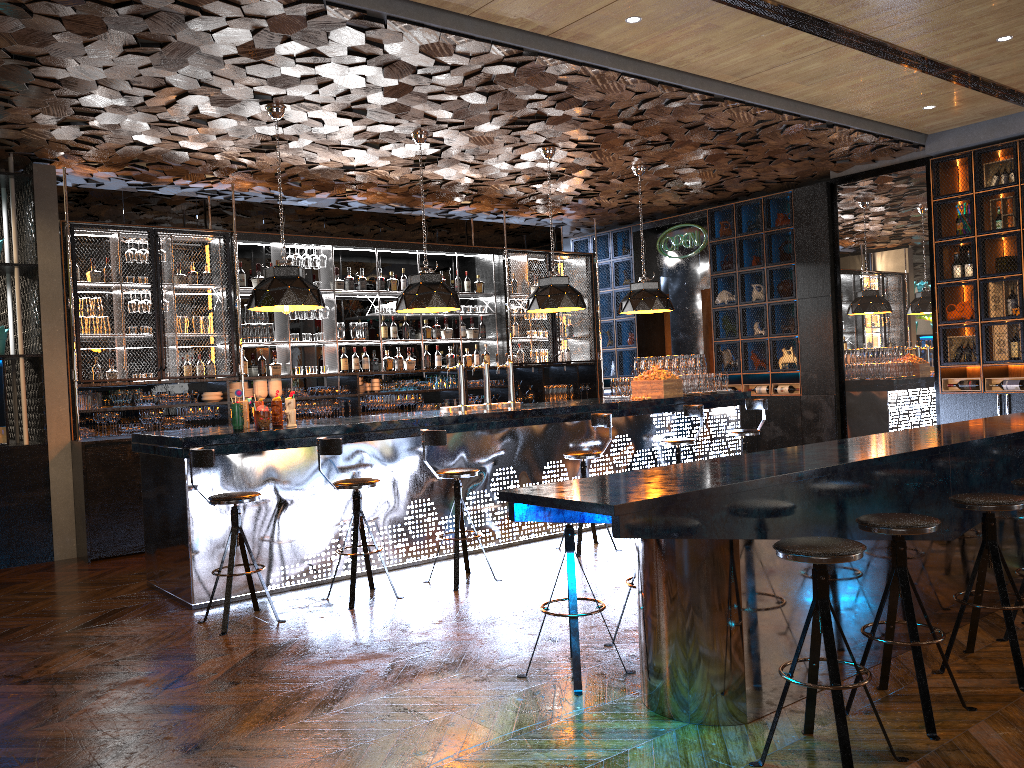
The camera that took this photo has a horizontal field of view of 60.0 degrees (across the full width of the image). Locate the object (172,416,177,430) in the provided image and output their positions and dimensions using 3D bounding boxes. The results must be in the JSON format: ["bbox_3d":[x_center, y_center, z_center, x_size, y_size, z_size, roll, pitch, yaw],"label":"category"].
[{"bbox_3d":[-3.417,0.400,9.007,0.074,0.146,0.065,-3,1,-16],"label":"object"}]

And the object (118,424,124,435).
[{"bbox_3d":[-3.796,0.444,8.654,0.093,0.101,0.093,-2,1,38],"label":"object"}]

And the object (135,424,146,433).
[{"bbox_3d":[-3.582,0.435,8.555,0.093,0.101,0.093,-3,1,15],"label":"object"}]

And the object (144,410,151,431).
[{"bbox_3d":[-3.549,0.368,8.681,0.077,0.229,0.088,-3,1,12],"label":"object"}]

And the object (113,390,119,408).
[{"bbox_3d":[-3.793,0.142,8.534,0.087,0.170,0.087,-3,1,13],"label":"object"}]

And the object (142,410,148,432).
[{"bbox_3d":[-3.602,0.370,8.743,0.077,0.229,0.088,-3,1,-22],"label":"object"}]

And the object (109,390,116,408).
[{"bbox_3d":[-3.866,0.145,8.627,0.087,0.170,0.087,-3,1,13],"label":"object"}]

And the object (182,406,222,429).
[{"bbox_3d":[-3.140,0.346,9.014,0.376,0.227,0.186,-3,1,-40],"label":"object"}]

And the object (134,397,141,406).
[{"bbox_3d":[-3.686,0.153,8.741,0.081,0.132,0.081,-2,1,24],"label":"object"}]

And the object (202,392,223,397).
[{"bbox_3d":[-3.058,0.113,9.051,0.211,0.060,0.209,-3,1,6],"label":"object"}]

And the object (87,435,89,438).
[{"bbox_3d":[-4.035,0.471,8.449,0.034,0.080,0.034,-3,1,-39],"label":"object"}]

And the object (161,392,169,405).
[{"bbox_3d":[-3.399,0.141,8.699,0.074,0.131,0.074,-3,1,-25],"label":"object"}]

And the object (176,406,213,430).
[{"bbox_3d":[-3.261,0.350,9.168,0.376,0.227,0.186,-3,1,-40],"label":"object"}]

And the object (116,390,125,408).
[{"bbox_3d":[-3.720,0.140,8.440,0.087,0.170,0.087,-3,1,13],"label":"object"}]

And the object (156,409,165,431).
[{"bbox_3d":[-3.467,0.364,8.740,0.088,0.229,0.077,-3,1,-39],"label":"object"}]

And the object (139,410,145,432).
[{"bbox_3d":[-3.659,0.372,8.816,0.088,0.229,0.077,-2,1,26],"label":"object"}]

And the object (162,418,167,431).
[{"bbox_3d":[-3.488,0.404,8.935,0.065,0.146,0.074,-3,1,-9],"label":"object"}]

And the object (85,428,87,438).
[{"bbox_3d":[-3.986,0.461,8.306,0.031,0.098,0.031,-2,1,26],"label":"object"}]

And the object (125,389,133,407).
[{"bbox_3d":[-3.699,0.137,8.559,0.087,0.170,0.087,-3,1,13],"label":"object"}]

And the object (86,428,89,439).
[{"bbox_3d":[-3.962,0.460,8.277,0.031,0.098,0.031,-3,1,1],"label":"object"}]

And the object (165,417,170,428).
[{"bbox_3d":[-3.428,0.402,8.858,0.065,0.146,0.074,-3,1,-26],"label":"object"}]

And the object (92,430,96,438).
[{"bbox_3d":[-3.898,0.467,8.275,0.034,0.080,0.034,-3,1,-25],"label":"object"}]

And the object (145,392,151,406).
[{"bbox_3d":[-3.574,0.148,8.729,0.081,0.132,0.081,-2,1,24],"label":"object"}]

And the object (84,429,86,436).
[{"bbox_3d":[-4.008,0.462,8.340,0.031,0.098,0.031,-3,1,13],"label":"object"}]

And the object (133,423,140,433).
[{"bbox_3d":[-3.652,0.437,8.635,0.093,0.101,0.093,-3,1,-17],"label":"object"}]

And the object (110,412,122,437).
[{"bbox_3d":[-3.759,0.382,8.420,0.091,0.227,0.091,-3,1,-15],"label":"object"}]

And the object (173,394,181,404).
[{"bbox_3d":[-3.314,0.151,8.767,0.078,0.103,0.078,-3,1,5],"label":"object"}]

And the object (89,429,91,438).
[{"bbox_3d":[-3.982,0.470,8.378,0.034,0.080,0.034,-3,1,-29],"label":"object"}]

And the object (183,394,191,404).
[{"bbox_3d":[-3.232,0.148,8.823,0.078,0.099,0.078,-3,1,19],"label":"object"}]

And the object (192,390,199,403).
[{"bbox_3d":[-3.199,0.128,8.966,0.074,0.131,0.074,-3,1,-25],"label":"object"}]

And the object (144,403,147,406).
[{"bbox_3d":[-3.651,0.150,8.833,0.081,0.132,0.081,-2,1,24],"label":"object"}]

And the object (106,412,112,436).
[{"bbox_3d":[-3.890,0.387,8.597,0.091,0.227,0.091,-3,1,15],"label":"object"}]

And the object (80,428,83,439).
[{"bbox_3d":[-4.009,0.463,8.274,0.033,0.101,0.033,-2,1,32],"label":"object"}]

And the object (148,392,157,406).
[{"bbox_3d":[-3.497,0.145,8.637,0.081,0.132,0.081,-2,1,24],"label":"object"}]

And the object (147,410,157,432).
[{"bbox_3d":[-3.493,0.366,8.608,0.088,0.229,0.077,-3,1,-25],"label":"object"}]

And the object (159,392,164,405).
[{"bbox_3d":[-3.450,0.143,8.770,0.074,0.131,0.074,-3,1,-25],"label":"object"}]

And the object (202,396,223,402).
[{"bbox_3d":[-3.057,0.154,9.051,0.209,0.060,0.211,-3,1,11],"label":"object"}]

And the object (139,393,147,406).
[{"bbox_3d":[-3.595,0.150,8.626,0.081,0.132,0.081,-2,1,24],"label":"object"}]

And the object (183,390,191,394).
[{"bbox_3d":[-3.332,0.133,9.087,0.074,0.131,0.074,-3,1,-25],"label":"object"}]

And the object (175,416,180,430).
[{"bbox_3d":[-3.357,0.398,8.924,0.065,0.146,0.074,-3,1,-15],"label":"object"}]

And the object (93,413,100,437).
[{"bbox_3d":[-3.988,0.392,8.551,0.091,0.227,0.091,-3,1,-35],"label":"object"}]

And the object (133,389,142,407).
[{"bbox_3d":[-3.595,0.133,8.525,0.087,0.170,0.087,-3,1,13],"label":"object"}]

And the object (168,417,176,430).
[{"bbox_3d":[-3.363,0.400,8.777,0.065,0.146,0.074,-2,1,28],"label":"object"}]

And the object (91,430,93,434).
[{"bbox_3d":[-3.926,0.468,8.309,0.034,0.080,0.034,-3,1,16],"label":"object"}]

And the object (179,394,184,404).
[{"bbox_3d":[-3.313,0.151,8.874,0.078,0.099,0.078,-3,1,19],"label":"object"}]

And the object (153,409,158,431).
[{"bbox_3d":[-3.540,0.366,8.839,0.088,0.229,0.077,-3,1,-37],"label":"object"}]

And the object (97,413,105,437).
[{"bbox_3d":[-3.899,0.389,8.450,0.091,0.227,0.091,-3,1,1],"label":"object"}]

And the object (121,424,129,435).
[{"bbox_3d":[-3.732,0.442,8.571,0.093,0.101,0.093,-3,1,13],"label":"object"}]

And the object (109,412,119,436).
[{"bbox_3d":[-3.821,0.384,8.503,0.091,0.227,0.091,-3,1,15],"label":"object"}]

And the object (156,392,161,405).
[{"bbox_3d":[-3.504,0.144,8.838,0.074,0.131,0.074,-3,1,-25],"label":"object"}]

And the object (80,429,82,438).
[{"bbox_3d":[-4.033,0.463,8.304,0.033,0.101,0.033,-2,1,43],"label":"object"}]

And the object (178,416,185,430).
[{"bbox_3d":[-3.291,0.395,8.840,0.074,0.146,0.065,-3,1,-44],"label":"object"}]

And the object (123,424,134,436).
[{"bbox_3d":[-3.667,0.440,8.487,0.093,0.101,0.093,-3,1,20],"label":"object"}]

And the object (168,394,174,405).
[{"bbox_3d":[-3.384,0.153,8.819,0.078,0.103,0.078,-3,1,5],"label":"object"}]

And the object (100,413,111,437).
[{"bbox_3d":[-3.834,0.387,8.364,0.091,0.227,0.091,-3,1,14],"label":"object"}]

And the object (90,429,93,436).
[{"bbox_3d":[-3.957,0.469,8.347,0.034,0.080,0.034,-3,1,19],"label":"object"}]

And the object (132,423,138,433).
[{"bbox_3d":[-3.711,0.439,8.718,0.093,0.101,0.093,-3,1,-23],"label":"object"}]

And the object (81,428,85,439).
[{"bbox_3d":[-3.983,0.462,8.238,0.033,0.101,0.033,-3,1,-14],"label":"object"}]

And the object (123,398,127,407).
[{"bbox_3d":[-3.789,0.140,8.673,0.087,0.170,0.087,-3,1,13],"label":"object"}]
